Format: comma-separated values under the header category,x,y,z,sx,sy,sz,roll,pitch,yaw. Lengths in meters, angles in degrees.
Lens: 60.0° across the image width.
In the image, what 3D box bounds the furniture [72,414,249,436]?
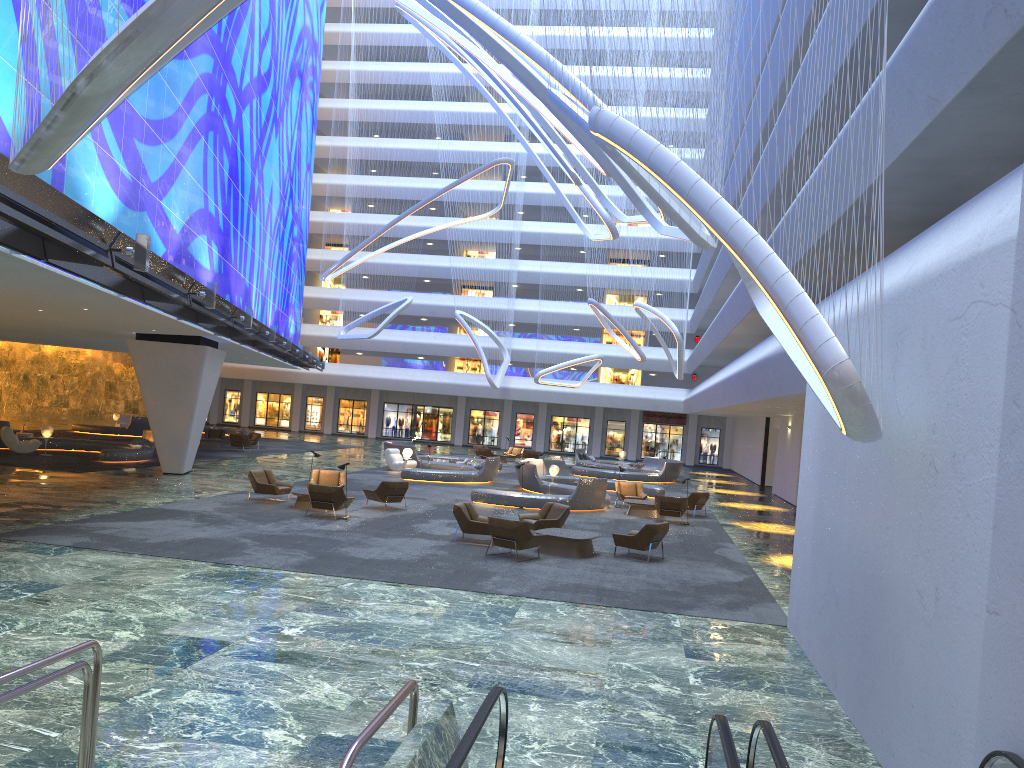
category,x,y,z,sx,sy,sz,roll,pitch,yaw
furniture,-18.797,2.171,47.555,5.180,0.969,9.940,4,-2,26

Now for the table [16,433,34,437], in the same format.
category,x,y,z,sx,sy,sz,roll,pitch,yaw
table,-18.651,2.097,34.038,0.671,0.406,0.673,5,-1,-4

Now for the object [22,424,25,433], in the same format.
category,x,y,z,sx,sy,sz,roll,pitch,yaw
object,-18.760,1.706,34.024,0.076,0.356,0.066,5,0,1

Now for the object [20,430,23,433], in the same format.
category,x,y,z,sx,sy,sz,roll,pitch,yaw
object,-18.762,1.821,33.872,0.151,0.118,0.071,4,-1,44

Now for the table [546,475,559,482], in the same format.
category,x,y,z,sx,sy,sz,roll,pitch,yaw
table,1.379,3.479,30.693,0.418,0.595,0.428,4,0,8

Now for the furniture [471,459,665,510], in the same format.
category,x,y,z,sx,sy,sz,roll,pitch,yaw
furniture,1.636,3.270,29.705,5.180,0.969,9.940,4,-2,26

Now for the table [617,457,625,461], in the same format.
category,x,y,z,sx,sy,sz,roll,pitch,yaw
table,6.099,4.418,49.478,0.418,0.595,0.427,5,0,-17

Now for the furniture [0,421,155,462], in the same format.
category,x,y,z,sx,sy,sz,roll,pitch,yaw
furniture,-17.212,1.829,31.715,9.916,0.969,5.192,4,-2,26

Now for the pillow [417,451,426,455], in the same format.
category,x,y,z,sx,sy,sz,roll,pitch,yaw
pillow,-4.195,3.138,40.235,0.444,0.207,0.444,5,-2,-30

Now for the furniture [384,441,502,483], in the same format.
category,x,y,z,sx,sy,sz,roll,pitch,yaw
furniture,-3.027,3.089,36.161,5.185,0.969,9.930,5,-2,1

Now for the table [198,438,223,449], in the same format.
category,x,y,z,sx,sy,sz,roll,pitch,yaw
table,-13.683,2.666,39.894,1.204,0.392,1.202,5,-2,-27

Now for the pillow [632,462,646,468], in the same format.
category,x,y,z,sx,sy,sz,roll,pitch,yaw
pillow,6.324,4.021,43.967,0.693,0.262,0.876,5,-2,-29

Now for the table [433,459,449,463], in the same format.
category,x,y,z,sx,sy,sz,roll,pitch,yaw
table,-3.083,3.464,38.383,0.673,0.406,0.672,4,-1,28

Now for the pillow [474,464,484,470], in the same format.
category,x,y,z,sx,sy,sz,roll,pitch,yaw
pillow,-0.963,3.123,33.194,0.692,0.262,0.878,4,-2,17

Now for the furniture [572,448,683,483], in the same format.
category,x,y,z,sx,sy,sz,roll,pitch,yaw
furniture,5.670,4.021,44.300,5.184,0.969,9.933,4,-2,5

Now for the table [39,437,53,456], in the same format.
category,x,y,z,sx,sy,sz,roll,pitch,yaw
table,-15.708,2.095,29.882,0.427,0.595,0.418,4,0,8

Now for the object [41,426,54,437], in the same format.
category,x,y,z,sx,sy,sz,roll,pitch,yaw
object,-15.692,1.605,29.925,0.318,0.387,0.367,4,-1,16

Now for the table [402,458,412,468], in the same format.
category,x,y,z,sx,sy,sz,roll,pitch,yaw
table,-4.078,3.143,34.007,0.418,0.595,0.427,5,0,-17

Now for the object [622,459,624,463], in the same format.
category,x,y,z,sx,sy,sz,roll,pitch,yaw
object,5.868,4.095,46.908,0.131,0.252,0.103,5,0,-8

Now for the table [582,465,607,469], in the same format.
category,x,y,z,sx,sy,sz,roll,pitch,yaw
table,3.956,4.153,42.702,1.202,0.392,1.204,4,-2,9

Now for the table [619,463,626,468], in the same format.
category,x,y,z,sx,sy,sz,roll,pitch,yaw
table,5.367,4.174,43.485,0.418,0.595,0.428,5,0,5

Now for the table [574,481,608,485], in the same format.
category,x,y,z,sx,sy,sz,roll,pitch,yaw
table,2.785,3.729,31.532,1.202,0.392,1.204,4,-2,9

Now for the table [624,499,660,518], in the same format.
category,x,y,z,sx,sy,sz,roll,pitch,yaw
table,3.863,3.651,25.980,1.202,0.392,1.204,4,-2,8

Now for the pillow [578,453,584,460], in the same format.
category,x,y,z,sx,sy,sz,roll,pitch,yaw
pillow,3.774,3.883,47.647,0.295,0.369,0.770,4,-1,21

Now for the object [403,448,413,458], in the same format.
category,x,y,z,sx,sy,sz,roll,pitch,yaw
object,-4.008,2.657,34.045,0.367,0.387,0.318,5,-1,-9

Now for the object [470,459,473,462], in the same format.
category,x,y,z,sx,sy,sz,roll,pitch,yaw
object,-1.756,3.310,38.482,0.071,0.118,0.151,4,-1,19

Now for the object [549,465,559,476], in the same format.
category,x,y,z,sx,sy,sz,roll,pitch,yaw
object,1.463,2.994,30.714,0.366,0.387,0.318,4,-1,16

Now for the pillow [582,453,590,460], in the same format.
category,x,y,z,sx,sy,sz,roll,pitch,yaw
pillow,3.987,3.875,47.650,0.315,0.386,0.785,4,-1,24

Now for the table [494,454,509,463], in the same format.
category,x,y,z,sx,sy,sz,roll,pitch,yaw
table,-0.849,3.868,45.994,1.201,0.392,1.205,3,-2,44

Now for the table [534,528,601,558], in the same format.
category,x,y,z,sx,sy,sz,roll,pitch,yaw
table,1.108,3.190,17.795,1.202,0.392,1.204,4,-2,27

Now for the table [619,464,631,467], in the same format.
category,x,y,z,sx,sy,sz,roll,pitch,yaw
table,5.922,4.430,46.831,0.671,0.406,0.674,4,-1,5

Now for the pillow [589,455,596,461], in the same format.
category,x,y,z,sx,sy,sz,roll,pitch,yaw
pillow,4.227,3.994,47.907,0.685,0.280,0.873,6,-2,-44

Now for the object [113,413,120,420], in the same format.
category,x,y,z,sx,sy,sz,roll,pitch,yaw
object,-20.557,1.695,46.051,0.366,0.387,0.318,4,-1,16

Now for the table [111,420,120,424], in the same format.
category,x,y,z,sx,sy,sz,roll,pitch,yaw
table,-20.642,2.180,46.030,0.418,0.595,0.428,4,0,8

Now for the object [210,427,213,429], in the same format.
category,x,y,z,sx,sy,sz,roll,pitch,yaw
object,-16.651,2.439,49.107,0.071,0.118,0.151,4,-1,44

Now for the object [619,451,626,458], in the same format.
category,x,y,z,sx,sy,sz,roll,pitch,yaw
object,6.170,3.932,49.516,0.367,0.387,0.318,5,-1,-9

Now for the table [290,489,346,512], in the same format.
category,x,y,z,sx,sy,sz,roll,pitch,yaw
table,-4.731,2.838,21.602,1.202,0.392,1.204,4,-2,9

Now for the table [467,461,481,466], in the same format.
category,x,y,z,sx,sy,sz,roll,pitch,yaw
table,-1.573,3.585,38.434,0.674,0.406,0.670,5,-1,-29

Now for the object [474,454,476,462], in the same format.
category,x,y,z,sx,sy,sz,roll,pitch,yaw
object,-1.612,3.205,38.553,0.066,0.356,0.076,4,0,-24
